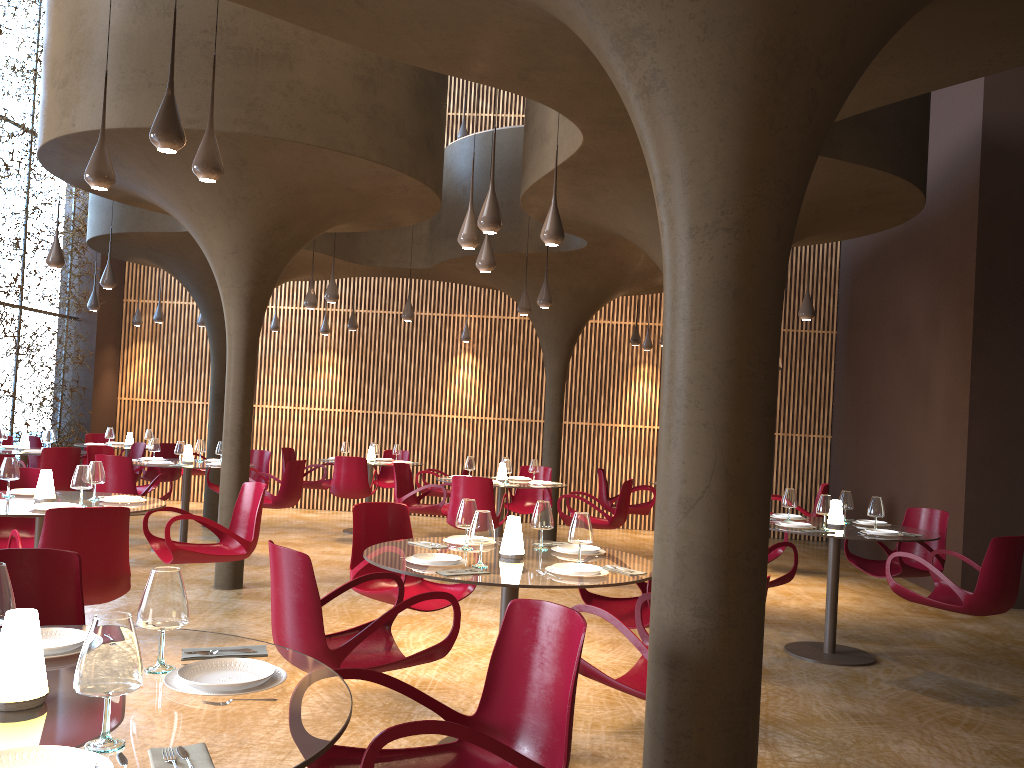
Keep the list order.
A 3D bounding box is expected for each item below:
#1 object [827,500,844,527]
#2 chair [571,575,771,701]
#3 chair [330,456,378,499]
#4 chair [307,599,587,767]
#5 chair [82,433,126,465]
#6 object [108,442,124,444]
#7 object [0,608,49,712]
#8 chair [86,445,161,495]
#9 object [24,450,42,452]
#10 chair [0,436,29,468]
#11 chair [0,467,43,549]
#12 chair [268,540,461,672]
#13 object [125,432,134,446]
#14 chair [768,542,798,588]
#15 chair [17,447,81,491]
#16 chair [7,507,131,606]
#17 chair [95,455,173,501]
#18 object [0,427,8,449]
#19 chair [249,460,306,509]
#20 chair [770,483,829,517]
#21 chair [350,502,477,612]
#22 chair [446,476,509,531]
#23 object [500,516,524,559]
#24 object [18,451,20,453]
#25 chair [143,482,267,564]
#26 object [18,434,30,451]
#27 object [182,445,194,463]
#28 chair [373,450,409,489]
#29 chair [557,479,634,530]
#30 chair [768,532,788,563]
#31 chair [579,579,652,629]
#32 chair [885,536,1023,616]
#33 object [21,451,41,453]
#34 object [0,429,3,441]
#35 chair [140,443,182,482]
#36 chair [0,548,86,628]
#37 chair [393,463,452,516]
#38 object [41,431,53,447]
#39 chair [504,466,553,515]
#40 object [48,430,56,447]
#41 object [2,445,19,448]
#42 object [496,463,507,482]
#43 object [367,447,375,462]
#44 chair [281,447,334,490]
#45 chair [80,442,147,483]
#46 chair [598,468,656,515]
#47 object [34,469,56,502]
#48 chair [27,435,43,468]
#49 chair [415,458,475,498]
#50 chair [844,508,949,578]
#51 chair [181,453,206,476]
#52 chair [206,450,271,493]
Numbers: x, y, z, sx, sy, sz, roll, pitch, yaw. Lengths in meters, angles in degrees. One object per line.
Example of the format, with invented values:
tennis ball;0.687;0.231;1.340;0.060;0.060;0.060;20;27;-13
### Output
object;2.863;1.141;7.829;0.144;0.232;0.142;4;-2;-38
chair;0.766;1.171;4.196;0.872;0.636;0.625;1;-2;44
chair;-2.329;1.366;13.045;0.625;0.636;0.873;3;-2;-1
chair;-0.196;1.064;2.858;0.873;0.636;0.625;4;-2;-33
chair;-7.186;1.209;15.617;0.625;0.636;0.872;4;-2;-41
object;-6.821;1.020;15.280;0.263;0.029;0.263;5;-3;-42
object;-1.244;0.689;2.237;0.144;0.232;0.142;3;-1;22
chair;-5.225;1.158;11.792;0.872;0.636;0.625;2;-2;19
object;-6.400;0.904;11.899;0.263;0.029;0.263;5;-3;-35
chair;-7.502;1.084;12.980;0.625;0.636;0.872;4;-2;-41
chair;-4.080;1.036;7.314;0.625;0.636;0.872;4;-2;-33
chair;-0.778;1.095;4.384;0.873;0.636;0.625;4;-2;-36
object;-6.433;0.929;14.914;0.144;0.232;0.142;4;-1;-21
chair;1.793;1.349;7.186;0.873;0.636;0.625;4;-2;-33
chair;-5.916;1.104;11.376;0.872;0.636;0.625;1;-2;44
chair;-2.727;1.035;5.509;0.625;0.636;0.872;4;-2;-38
chair;-4.492;1.141;10.418;0.625;0.636;0.873;3;-2;9
object;-7.144;0.757;12.412;0.142;0.295;0.142;3;-1;16
chair;-3.051;1.251;11.196;0.872;0.636;0.625;3;-2;14
chair;3.928;1.674;12.306;0.872;0.636;0.625;3;-2;15
chair;-0.719;1.165;6.024;0.625;0.636;0.872;4;-2;-41
chair;-0.398;1.351;10.134;0.625;0.636;0.873;3;-2;9
object;0.005;0.873;5.062;0.142;0.232;0.144;4;-2;-36
object;-6.404;0.914;11.896;0.411;0.012;0.204;5;-3;-39
chair;-2.448;1.119;7.173;0.873;0.636;0.625;5;-2;-38
object;-6.749;0.803;12.277;0.142;0.232;0.144;4;-1;-31
object;-4.218;0.911;11.552;0.142;0.232;0.144;4;-2;-41
chair;-2.090;1.475;15.387;0.625;0.636;0.873;3;-2;4
chair;1.043;1.461;10.912;0.872;0.636;0.625;3;-2;14
chair;2.186;1.435;8.778;0.625;0.636;0.872;4;-2;-38
chair;0.955;1.248;5.825;0.873;0.636;0.625;5;-2;-41
chair;3.429;1.421;6.778;0.625;0.636;0.872;4;-2;-33
object;-6.401;0.913;11.899;0.331;0.014;0.332;3;-2;13
object;-6.912;0.748;11.893;0.142;0.295;0.142;3;-1;4
chair;-5.600;1.229;14.013;0.872;0.636;0.625;1;-2;44
chair;-1.826;0.993;3.288;0.625;0.636;0.872;4;-2;-33
chair;-1.130;1.368;11.508;0.872;0.636;0.625;2;-2;19
object;-6.364;0.788;12.132;0.142;0.295;0.142;3;-1;20
chair;0.244;1.479;12.399;0.625;0.636;0.873;3;-2;14
object;-6.546;0.796;12.570;0.142;0.295;0.142;2;-2;44
object;-7.137;0.894;12.643;0.263;0.029;0.263;1;-3;42
object;-0.124;1.121;11.269;0.142;0.232;0.144;4;-1;-21
object;-2.254;1.126;14.207;0.142;0.232;0.144;3;-1;-11
chair;-3.288;1.365;14.270;0.872;0.636;0.625;3;-2;9
chair;-5.866;1.176;13.063;0.624;0.636;0.873;2;-2;44
chair;1.671;1.580;12.971;0.872;0.636;0.625;3;-2;10
object;-3.430;0.747;6.517;0.142;0.232;0.144;3;-1;-3
chair;-7.237;1.142;14.061;0.624;0.636;0.873;2;-2;39
chair;-1.045;1.477;14.062;0.872;0.636;0.625;3;-2;4
chair;3.693;1.501;8.396;0.873;0.636;0.625;4;-2;-28
chair;-5.550;1.301;15.700;0.624;0.636;0.873;2;-2;44
chair;-3.850;1.269;12.683;0.625;0.636;0.873;3;-2;14
